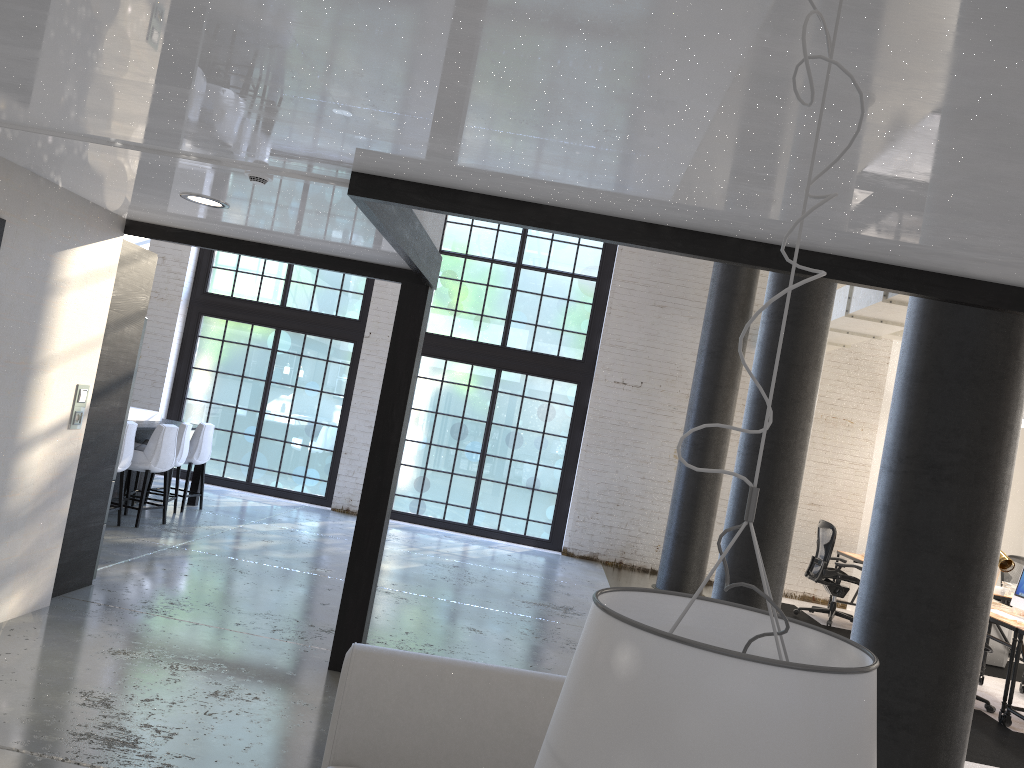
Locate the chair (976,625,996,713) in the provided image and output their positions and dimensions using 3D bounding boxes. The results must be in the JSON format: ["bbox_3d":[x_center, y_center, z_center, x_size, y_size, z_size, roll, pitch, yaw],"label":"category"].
[{"bbox_3d":[3.511,1.972,7.169,0.793,1.085,0.770,11,-2,-13],"label":"chair"}]

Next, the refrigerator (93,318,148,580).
[{"bbox_3d":[-3.002,0.340,5.516,0.853,1.771,0.821,10,-2,3],"label":"refrigerator"}]

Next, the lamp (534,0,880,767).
[{"bbox_3d":[0.317,-0.039,1.054,0.435,1.346,0.436,10,-2,17],"label":"lamp"}]

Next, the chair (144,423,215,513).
[{"bbox_3d":[-3.505,0.860,9.394,0.501,0.984,0.580,10,-2,9],"label":"chair"}]

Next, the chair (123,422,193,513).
[{"bbox_3d":[-3.526,0.830,8.804,0.501,0.984,0.579,11,-2,-6],"label":"chair"}]

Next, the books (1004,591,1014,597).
[{"bbox_3d":[5.002,2.092,8.856,0.200,0.050,0.271,11,-3,0],"label":"books"}]

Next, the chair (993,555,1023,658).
[{"bbox_3d":[5.400,2.428,9.943,0.793,1.085,0.770,11,-2,-13],"label":"chair"}]

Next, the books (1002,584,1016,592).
[{"bbox_3d":[5.033,2.051,8.871,0.192,0.044,0.257,10,-3,20],"label":"books"}]

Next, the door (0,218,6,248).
[{"bbox_3d":[-2.661,0.211,3.695,0.271,2.057,0.750,10,-2,3],"label":"door"}]

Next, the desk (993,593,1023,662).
[{"bbox_3d":[4.435,2.382,8.920,1.400,0.724,0.530,10,-2,3],"label":"desk"}]

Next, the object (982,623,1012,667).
[{"bbox_3d":[4.762,2.590,9.044,0.543,0.454,0.221,10,-2,3],"label":"object"}]

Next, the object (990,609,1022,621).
[{"bbox_3d":[3.959,1.858,7.141,0.118,0.017,0.439,10,-3,3],"label":"object"}]

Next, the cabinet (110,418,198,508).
[{"bbox_3d":[-4.133,0.740,8.523,1.370,0.910,2.693,10,-2,3],"label":"cabinet"}]

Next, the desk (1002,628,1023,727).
[{"bbox_3d":[4.337,2.265,6.240,1.400,0.724,0.530,10,-2,3],"label":"desk"}]

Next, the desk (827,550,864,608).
[{"bbox_3d":[4.056,2.357,9.915,0.529,0.724,1.402,10,-2,3],"label":"desk"}]

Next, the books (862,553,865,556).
[{"bbox_3d":[4.243,2.022,10.342,0.225,0.038,0.309,10,-3,3],"label":"books"}]

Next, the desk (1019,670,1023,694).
[{"bbox_3d":[4.790,2.392,7.186,0.529,0.724,1.402,10,-2,3],"label":"desk"}]

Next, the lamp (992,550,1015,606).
[{"bbox_3d":[4.161,1.650,7.620,0.127,0.469,0.345,10,-2,3],"label":"lamp"}]

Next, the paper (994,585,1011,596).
[{"bbox_3d":[4.527,1.996,9.085,0.083,0.082,1.133,12,-3,-32],"label":"paper"}]

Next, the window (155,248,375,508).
[{"bbox_3d":[-3.067,-1.067,11.901,2.490,5.177,0.138,10,-2,3],"label":"window"}]

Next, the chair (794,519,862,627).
[{"bbox_3d":[3.609,2.090,9.848,0.793,1.085,0.770,11,-2,-13],"label":"chair"}]

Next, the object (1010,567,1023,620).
[{"bbox_3d":[4.219,1.668,7.111,0.189,0.485,0.484,10,-2,3],"label":"object"}]

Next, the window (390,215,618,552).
[{"bbox_3d":[-0.108,-0.522,11.750,2.490,5.177,0.138,10,-2,3],"label":"window"}]

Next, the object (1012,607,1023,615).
[{"bbox_3d":[4.260,1.873,7.440,0.101,0.126,0.101,12,-3,-42],"label":"object"}]

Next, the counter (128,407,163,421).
[{"bbox_3d":[-4.246,0.203,8.306,0.976,0.095,2.295,10,-3,3],"label":"counter"}]

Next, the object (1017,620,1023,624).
[{"bbox_3d":[3.939,1.832,6.814,0.106,0.029,0.059,10,-2,4],"label":"object"}]

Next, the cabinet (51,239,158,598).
[{"bbox_3d":[-4.547,-0.104,7.376,4.274,2.314,4.234,10,-2,3],"label":"cabinet"}]

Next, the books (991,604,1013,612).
[{"bbox_3d":[4.144,1.904,7.662,0.225,0.038,0.309,10,-3,3],"label":"books"}]

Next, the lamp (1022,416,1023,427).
[{"bbox_3d":[5.115,-1.024,7.238,0.226,2.863,7.307,10,-2,3],"label":"lamp"}]

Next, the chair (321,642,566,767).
[{"bbox_3d":[-0.033,1.247,2.291,1.007,0.784,1.026,11,-2,-6],"label":"chair"}]

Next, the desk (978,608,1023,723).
[{"bbox_3d":[3.958,2.239,7.235,0.529,0.724,1.402,10,-2,3],"label":"desk"}]

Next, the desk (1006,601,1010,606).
[{"bbox_3d":[4.888,2.510,9.866,0.529,0.724,1.402,10,-2,3],"label":"desk"}]

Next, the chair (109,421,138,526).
[{"bbox_3d":[-3.580,0.766,7.617,0.501,0.984,0.579,11,-2,-1],"label":"chair"}]

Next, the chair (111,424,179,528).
[{"bbox_3d":[-3.424,0.820,8.160,0.501,0.984,0.580,10,-2,14],"label":"chair"}]

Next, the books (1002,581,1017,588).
[{"bbox_3d":[5.024,2.017,8.874,0.153,0.030,0.185,11,-3,1],"label":"books"}]
